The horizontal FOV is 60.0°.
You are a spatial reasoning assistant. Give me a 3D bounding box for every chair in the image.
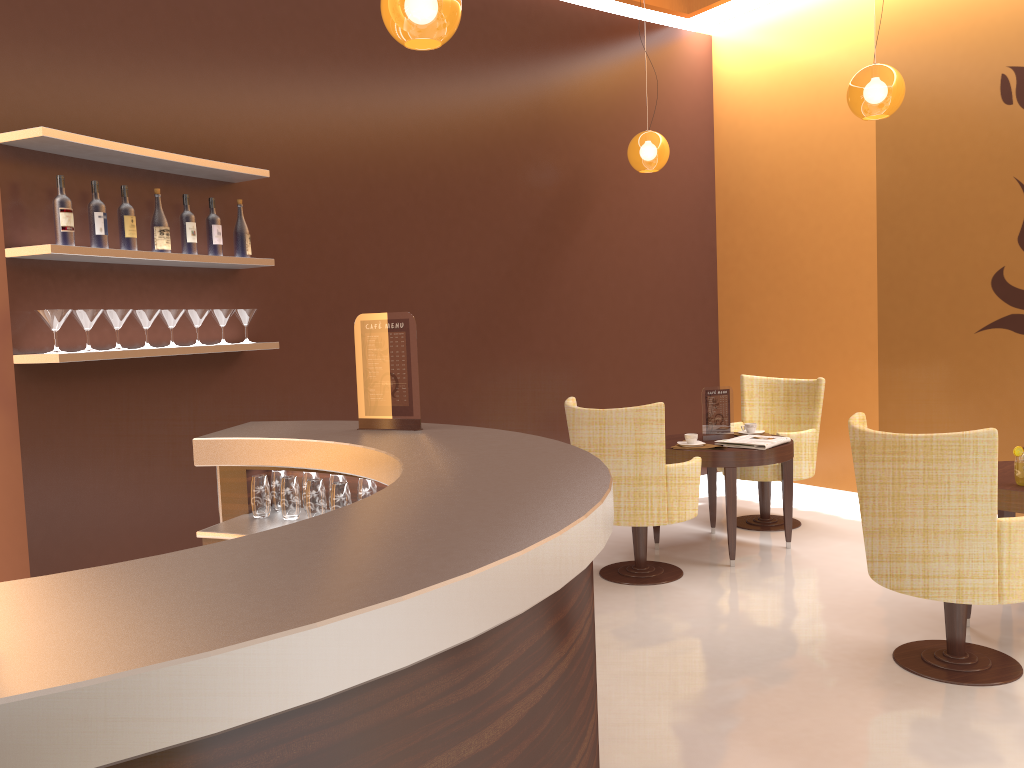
[{"bbox_3d":[0.684,0.582,5.018,0.685,1.017,0.729,-5,5,-37],"label":"chair"},{"bbox_3d":[1.758,0.640,3.586,0.685,1.017,0.729,-3,4,-17],"label":"chair"},{"bbox_3d":[1.789,0.460,6.165,0.685,1.017,0.729,-5,5,-34],"label":"chair"}]

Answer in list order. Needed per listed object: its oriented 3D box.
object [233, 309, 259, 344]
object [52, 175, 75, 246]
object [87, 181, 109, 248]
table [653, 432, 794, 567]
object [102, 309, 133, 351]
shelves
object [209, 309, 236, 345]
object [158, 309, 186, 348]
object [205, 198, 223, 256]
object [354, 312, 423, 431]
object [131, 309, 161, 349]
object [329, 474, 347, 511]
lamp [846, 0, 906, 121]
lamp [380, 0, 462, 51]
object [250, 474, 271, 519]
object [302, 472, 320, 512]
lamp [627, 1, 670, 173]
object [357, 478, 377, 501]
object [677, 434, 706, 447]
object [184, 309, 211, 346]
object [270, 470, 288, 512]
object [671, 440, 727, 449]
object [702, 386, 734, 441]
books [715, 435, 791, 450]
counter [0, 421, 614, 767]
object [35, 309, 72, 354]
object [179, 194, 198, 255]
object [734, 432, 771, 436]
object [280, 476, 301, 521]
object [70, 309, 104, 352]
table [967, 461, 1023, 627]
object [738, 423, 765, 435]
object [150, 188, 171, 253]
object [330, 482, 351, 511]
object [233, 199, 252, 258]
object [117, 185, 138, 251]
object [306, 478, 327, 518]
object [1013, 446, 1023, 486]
[{"bbox_3d":[-1.361,-0.294,4.534,0.137,0.174,0.137,0,5,31],"label":"object"},{"bbox_3d":[-1.822,-0.696,3.598,0.073,0.297,0.073,-2,4,4],"label":"object"},{"bbox_3d":[-1.756,-0.709,3.755,0.073,0.297,0.073,-2,4,4],"label":"object"},{"bbox_3d":[1.304,0.692,5.535,0.872,0.679,0.874,-2,4,3],"label":"table"},{"bbox_3d":[-1.717,-0.235,3.858,0.137,0.174,0.137,0,5,31],"label":"object"},{"bbox_3d":[-2.011,-0.449,2.351,0.586,0.902,4.744,-1,4,13],"label":"shelves"},{"bbox_3d":[-1.436,-0.282,4.399,0.137,0.174,0.137,-3,4,-9],"label":"object"},{"bbox_3d":[-1.585,-0.257,4.128,0.137,0.174,0.137,0,5,31],"label":"object"},{"bbox_3d":[-1.461,-0.761,4.343,0.073,0.297,0.073,-2,4,4],"label":"object"},{"bbox_3d":[-0.443,-0.044,3.138,0.258,0.414,0.052,0,4,25],"label":"object"},{"bbox_3d":[-1.648,-0.246,3.995,0.137,0.174,0.137,0,5,31],"label":"object"},{"bbox_3d":[-0.596,0.382,3.047,0.067,0.148,0.067,0,5,33],"label":"object"},{"bbox_3d":[1.958,-2.202,4.791,0.299,1.500,0.299,-2,4,9],"label":"lamp"},{"bbox_3d":[-0.358,-2.003,3.230,0.299,1.500,0.299,-3,4,-16],"label":"lamp"},{"bbox_3d":[-0.872,0.391,3.074,0.067,0.148,0.067,-3,4,-8],"label":"object"},{"bbox_3d":[-0.705,0.381,3.124,0.067,0.148,0.067,-4,5,-29],"label":"object"},{"bbox_3d":[0.948,-2.266,6.280,0.299,1.500,0.299,-5,5,-34],"label":"lamp"},{"bbox_3d":[-0.481,0.384,2.955,0.067,0.148,0.067,-3,4,-16],"label":"object"},{"bbox_3d":[1.073,0.336,5.309,0.153,0.069,0.153,-3,4,-7],"label":"object"},{"bbox_3d":[-1.513,-0.270,4.263,0.137,0.174,0.137,0,5,31],"label":"object"},{"bbox_3d":[-0.832,0.382,3.180,0.067,0.148,0.067,-5,5,-35],"label":"object"},{"bbox_3d":[1.060,0.367,5.298,0.239,0.021,0.464,-4,4,-20],"label":"object"},{"bbox_3d":[1.289,0.183,5.550,0.209,0.335,0.042,-3,4,-11],"label":"object"},{"bbox_3d":[1.446,0.345,5.300,0.367,0.035,0.345,-6,6,-44],"label":"books"},{"bbox_3d":[-0.545,0.792,2.091,1.586,1.100,2.917,-1,4,11],"label":"counter"},{"bbox_3d":[-1.841,-0.211,3.575,0.137,0.174,0.137,-1,4,21],"label":"object"},{"bbox_3d":[-1.537,-0.749,4.204,0.073,0.297,0.073,-2,4,4],"label":"object"},{"bbox_3d":[1.559,0.318,5.718,0.239,0.021,0.464,-5,5,-38],"label":"object"},{"bbox_3d":[-0.755,0.390,3.022,0.067,0.148,0.067,-4,5,-29],"label":"object"},{"bbox_3d":[-1.779,-0.223,3.717,0.137,0.174,0.137,-1,4,21],"label":"object"},{"bbox_3d":[2.462,0.753,4.012,0.872,0.679,0.874,-2,4,-2],"label":"table"},{"bbox_3d":[1.540,0.290,5.711,0.153,0.069,0.153,1,5,39],"label":"object"},{"bbox_3d":[-1.617,-0.741,4.067,0.086,0.303,0.086,1,5,40],"label":"object"},{"bbox_3d":[-0.553,0.393,2.868,0.067,0.148,0.067,1,5,43],"label":"object"},{"bbox_3d":[-1.372,-0.781,4.494,0.086,0.303,0.086,-4,4,-20],"label":"object"},{"bbox_3d":[-1.694,-0.721,3.897,0.073,0.297,0.073,-5,5,-36],"label":"object"},{"bbox_3d":[-0.652,0.391,2.949,0.067,0.148,0.067,-4,4,-26],"label":"object"},{"bbox_3d":[2.196,0.351,3.810,0.067,0.171,0.072,1,5,38],"label":"object"}]
